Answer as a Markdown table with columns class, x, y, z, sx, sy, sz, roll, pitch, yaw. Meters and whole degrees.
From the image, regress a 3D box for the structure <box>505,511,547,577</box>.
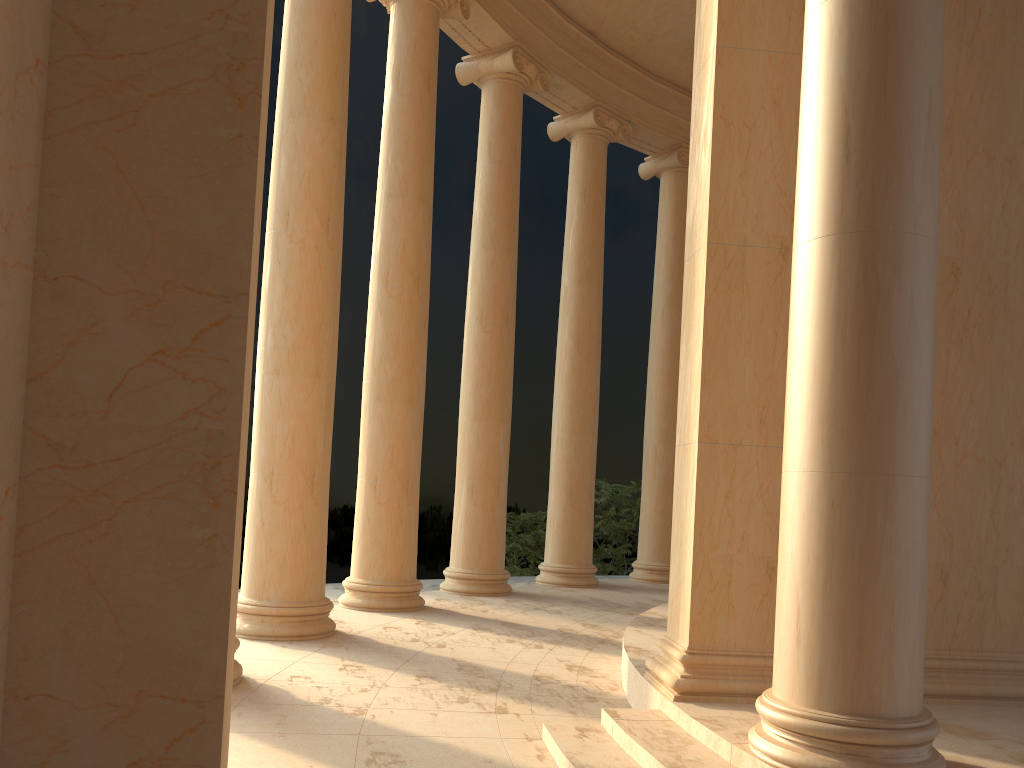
| class | x | y | z | sx | sy | sz | roll | pitch | yaw |
| --- | --- | --- | --- | --- | --- | --- | --- | --- | --- |
| structure | 7.527 | 308.684 | 1512.828 | 149.142 | 187.742 | 156.351 | 3 | -4 | 7 |

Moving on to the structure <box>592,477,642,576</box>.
| class | x | y | z | sx | sy | sz | roll | pitch | yaw |
| --- | --- | --- | --- | --- | --- | --- | --- | --- | --- |
| structure | 194.830 | 316.348 | 1602.740 | 247.207 | 298.561 | 238.501 | 3 | -4 | -3 |
